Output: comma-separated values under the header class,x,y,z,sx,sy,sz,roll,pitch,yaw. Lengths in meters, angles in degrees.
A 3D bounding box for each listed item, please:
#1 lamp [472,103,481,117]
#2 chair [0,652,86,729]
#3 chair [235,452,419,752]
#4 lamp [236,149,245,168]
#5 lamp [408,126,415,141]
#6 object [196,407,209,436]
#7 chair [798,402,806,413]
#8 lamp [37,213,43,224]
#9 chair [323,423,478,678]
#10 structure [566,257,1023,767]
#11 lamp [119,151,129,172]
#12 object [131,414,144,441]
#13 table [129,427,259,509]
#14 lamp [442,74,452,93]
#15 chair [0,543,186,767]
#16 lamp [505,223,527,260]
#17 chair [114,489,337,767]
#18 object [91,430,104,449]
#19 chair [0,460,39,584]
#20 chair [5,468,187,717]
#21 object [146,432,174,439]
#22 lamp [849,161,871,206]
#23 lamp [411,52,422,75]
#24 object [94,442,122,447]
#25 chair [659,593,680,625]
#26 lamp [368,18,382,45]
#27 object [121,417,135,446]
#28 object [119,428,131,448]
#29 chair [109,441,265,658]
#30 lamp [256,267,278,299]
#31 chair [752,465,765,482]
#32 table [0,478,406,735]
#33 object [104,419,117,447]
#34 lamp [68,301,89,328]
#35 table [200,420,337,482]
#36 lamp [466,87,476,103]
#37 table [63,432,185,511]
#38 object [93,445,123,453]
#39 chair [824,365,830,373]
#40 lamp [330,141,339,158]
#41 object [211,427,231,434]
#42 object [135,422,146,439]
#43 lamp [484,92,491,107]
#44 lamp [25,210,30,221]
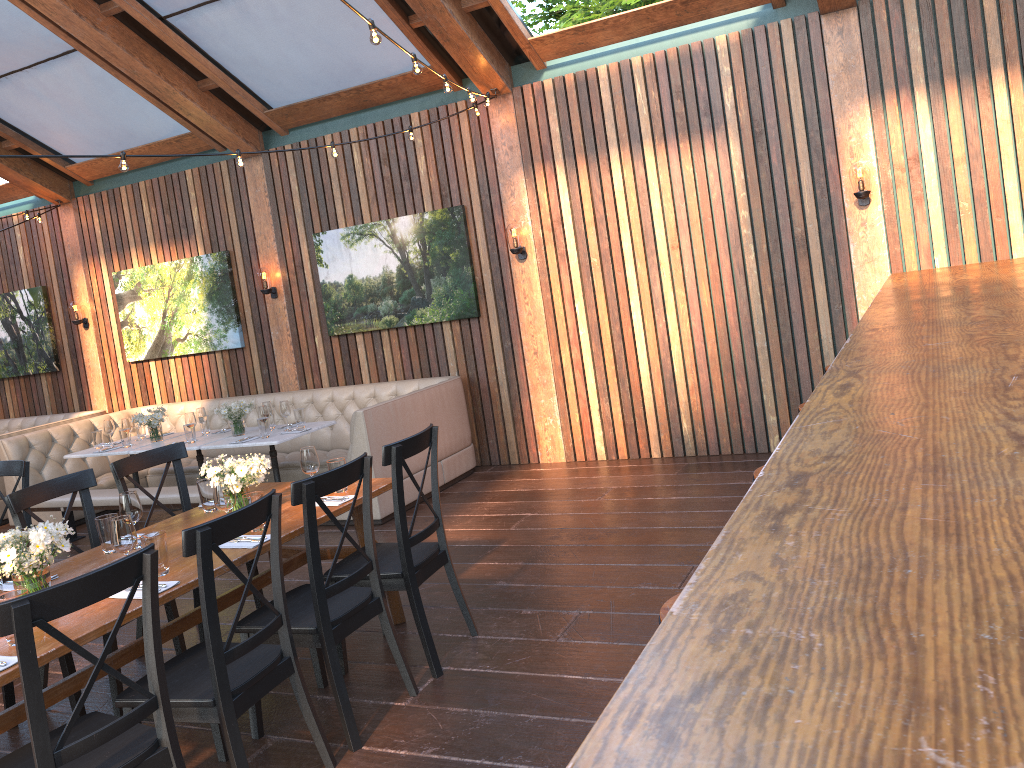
class,x,y,z,sx,sy,sz,roll,pitch,yaw
lamp,-0.294,-2.278,7.347,0.065,0.118,0.056,-9,4,-14
chair,-2.153,1.034,3.598,0.538,1.016,0.481,-7,4,26
chair,-0.788,0.837,3.555,0.538,1.016,0.481,-7,4,26
lamp,-1.769,-1.466,5.751,0.057,0.121,0.056,-11,4,-30
lamp,-0.777,-1.936,6.840,0.057,0.117,0.066,-11,5,-35
object,-2.721,0.332,7.771,0.092,0.243,0.092,-10,4,-22
chair,1.761,0.465,4.727,0.467,0.732,0.470,-8,4,9
lamp,-5.100,-1.787,9.548,0.056,0.118,0.063,-8,4,9
chair,-0.552,0.742,4.059,0.538,1.016,0.481,-7,4,21
structure,1.774,0.374,3.185,0.854,1.269,6.857,-6,7,26
lamp,-2.286,-1.306,5.204,0.059,0.119,0.057,-8,4,6
object,-3.437,0.396,8.118,0.092,0.243,0.092,-9,4,-16
table,-2.678,0.801,7.669,0.796,0.669,0.805,-6,6,26
lamp,-0.410,-1.889,5.567,0.059,0.119,0.056,-10,4,-21
chair,-1.262,1.028,2.548,0.538,1.016,0.481,-6,4,31
lamp,0.035,-1.216,7.543,0.146,0.319,0.179,-7,4,26
chair,-1.026,0.933,3.051,0.538,1.016,0.481,-7,4,21
object,-3.715,0.502,7.941,0.091,0.157,0.092,-8,4,12
chair,-2.987,0.988,5.009,0.476,1.016,0.543,-7,4,26
chair,-1.916,0.938,4.103,0.538,1.016,0.481,-7,4,21
object,-3.278,0.476,8.206,0.157,0.019,0.257,-5,7,26
lamp,2.504,-1.437,6.345,0.146,0.319,0.179,-7,4,26
lamp,-0.521,-1.744,4.820,0.056,0.119,0.056,-9,4,-14
object,-3.681,0.547,8.109,0.254,0.019,0.159,-5,7,26
chair,0.604,0.930,2.266,0.471,0.732,0.467,-12,5,-40
lamp,-0.633,-1.619,4.071,0.056,0.120,0.056,-10,4,-18
object,-3.404,0.424,7.843,0.092,0.243,0.092,-9,4,-16
object,-3.377,0.476,7.738,0.091,0.157,0.092,-8,4,12
chair,-1.679,0.843,4.606,0.538,1.016,0.481,-7,4,26
lamp,-2.425,-0.995,8.736,0.146,0.319,0.179,-7,4,26
chair,1.183,0.697,3.497,0.468,0.732,0.470,-8,4,1
table,-1.442,1.074,3.610,0.947,0.727,2.450,-6,7,26
object,-3.615,0.441,7.959,0.092,0.243,0.092,-9,4,-16
lamp,-4.870,-0.776,9.922,0.146,0.319,0.179,-7,4,26
table,-1.948,0.736,7.315,0.796,0.669,0.805,-6,6,25
lamp,-0.287,-2.060,6.300,0.056,0.119,0.061,-5,5,42
table,-3.407,0.867,8.023,0.796,0.669,0.805,-6,6,25
object,-3.530,0.566,7.766,0.157,0.019,0.257,-5,7,26
chair,2.340,0.233,5.958,0.466,0.732,0.471,-6,5,33
lamp,-1.264,-1.668,6.301,0.056,0.120,0.057,-5,5,42
object,-2.562,0.412,7.859,0.157,0.019,0.257,-5,7,26
object,-3.452,0.428,8.227,0.091,0.157,0.092,-8,4,12
lamp,-0.197,-2.262,7.044,0.056,0.120,0.056,-9,4,-13
lamp,-5.294,-1.838,9.658,0.057,0.121,0.056,-12,5,-42
